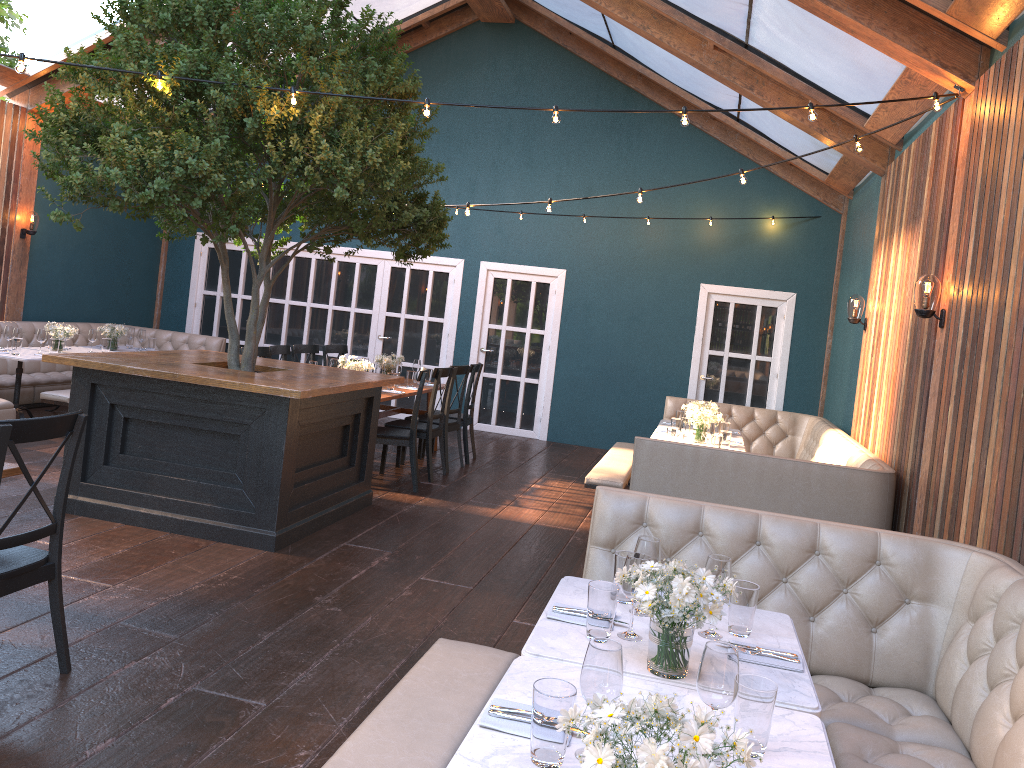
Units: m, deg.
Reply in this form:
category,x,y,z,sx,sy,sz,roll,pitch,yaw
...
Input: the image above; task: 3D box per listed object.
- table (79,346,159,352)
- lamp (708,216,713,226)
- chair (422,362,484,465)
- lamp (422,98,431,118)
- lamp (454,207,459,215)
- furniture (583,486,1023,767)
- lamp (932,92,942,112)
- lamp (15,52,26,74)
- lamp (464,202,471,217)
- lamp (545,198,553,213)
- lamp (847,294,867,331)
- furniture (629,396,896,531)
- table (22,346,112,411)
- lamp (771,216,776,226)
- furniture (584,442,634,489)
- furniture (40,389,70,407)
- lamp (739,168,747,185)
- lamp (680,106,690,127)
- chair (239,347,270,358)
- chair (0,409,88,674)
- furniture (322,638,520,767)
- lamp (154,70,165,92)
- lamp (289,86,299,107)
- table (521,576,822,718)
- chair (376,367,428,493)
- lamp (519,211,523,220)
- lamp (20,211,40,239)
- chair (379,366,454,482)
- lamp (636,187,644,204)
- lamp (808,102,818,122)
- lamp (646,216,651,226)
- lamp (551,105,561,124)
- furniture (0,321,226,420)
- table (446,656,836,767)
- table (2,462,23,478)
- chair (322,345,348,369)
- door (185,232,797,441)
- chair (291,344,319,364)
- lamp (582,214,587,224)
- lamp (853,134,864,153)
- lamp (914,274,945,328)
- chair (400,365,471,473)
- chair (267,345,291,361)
category,x,y,z,sx,sy,sz,roll,pitch,yaw
table,-4.370,-0.052,10.061,0.800,0.671,0.799,7,3,12
lamp,2.386,-1.951,10.613,0.056,0.120,0.056,8,2,34
chair,-0.613,0.267,9.259,0.540,1.019,0.477,7,1,8
lamp,-0.493,-1.602,5.126,0.060,0.119,0.056,8,2,36
lamp,-0.652,-2.057,10.476,0.056,0.121,0.056,6,2,-26
furniture,0.707,1.102,1.839,1.712,0.857,4.162,7,5,12
lamp,2.544,-1.685,5.288,0.057,0.120,0.056,8,2,42
lamp,-2.765,-1.808,4.983,0.056,0.121,0.056,6,1,-7
lamp,-0.361,-1.431,7.248,0.056,0.121,0.056,7,2,21
lamp,0.290,-1.382,6.856,0.056,0.121,0.056,6,2,-11
lamp,3.120,-0.651,8.001,0.178,0.320,0.146,7,2,13
furniture,2.050,0.777,7.728,1.712,0.857,4.162,7,5,12
table,-4.551,-0.008,9.266,0.800,0.671,0.799,7,3,13
lamp,3.145,-1.964,10.644,0.056,0.121,0.056,6,1,-5
furniture,0.956,0.860,8.012,0.313,0.398,2.331,7,5,12
furniture,-3.897,0.215,9.125,0.313,0.398,2.331,7,5,12
lamp,1.577,-1.414,6.031,0.056,0.118,0.066,6,2,-11
lamp,1.024,-1.579,5.225,0.056,0.121,0.056,6,1,-5
chair,-2.183,0.199,7.895,0.540,1.019,0.477,7,2,13
chair,-1.972,0.596,3.300,0.540,1.019,0.477,7,2,13
furniture,-0.395,1.187,2.091,0.313,0.398,2.331,7,5,12
lamp,-2.008,-1.726,5.047,0.056,0.121,0.056,8,2,38
lamp,-1.252,-1.655,5.084,0.060,0.119,0.056,6,1,-2
table,0.452,1.095,2.735,0.800,0.671,0.799,7,3,12
chair,-1.010,0.356,7.608,0.539,1.019,0.478,6,1,-4
lamp,0.110,-2.003,10.513,0.060,0.119,0.056,8,2,37
lamp,-5.420,-1.787,9.961,0.178,0.320,0.146,7,2,13
chair,-0.862,0.328,8.167,0.540,1.019,0.477,7,2,13
lamp,0.933,-1.372,6.439,0.056,0.121,0.056,6,1,-10
lamp,1.782,-1.614,5.244,0.064,0.118,0.056,7,2,21
lamp,1.636,-1.951,10.584,0.056,0.119,0.061,7,2,13
lamp,0.261,-1.576,5.169,0.056,0.117,0.068,7,2,10
furniture,-4.919,-0.151,9.341,1.712,0.857,4.162,7,5,12
table,0.271,1.139,1.939,0.800,0.671,0.799,7,3,13
table,-2.789,0.706,2.599,0.952,0.728,2.433,7,4,12
chair,-1.794,0.110,9.530,0.541,1.019,0.477,7,2,18
door,-0.625,-0.530,11.686,8.186,2.208,0.174,8,1,13
chair,-1.995,0.130,9.001,0.541,1.019,0.477,7,2,18
lamp,0.871,-1.970,10.563,0.056,0.119,0.060,5,2,-36
lamp,2.208,-1.530,5.639,0.074,0.115,0.056,7,2,19
lamp,2.509,-0.503,5.321,0.178,0.320,0.146,7,2,13
chair,-0.738,0.297,8.713,0.541,1.019,0.477,7,2,18
chair,-2.106,0.162,8.452,0.540,1.019,0.477,7,1,8
